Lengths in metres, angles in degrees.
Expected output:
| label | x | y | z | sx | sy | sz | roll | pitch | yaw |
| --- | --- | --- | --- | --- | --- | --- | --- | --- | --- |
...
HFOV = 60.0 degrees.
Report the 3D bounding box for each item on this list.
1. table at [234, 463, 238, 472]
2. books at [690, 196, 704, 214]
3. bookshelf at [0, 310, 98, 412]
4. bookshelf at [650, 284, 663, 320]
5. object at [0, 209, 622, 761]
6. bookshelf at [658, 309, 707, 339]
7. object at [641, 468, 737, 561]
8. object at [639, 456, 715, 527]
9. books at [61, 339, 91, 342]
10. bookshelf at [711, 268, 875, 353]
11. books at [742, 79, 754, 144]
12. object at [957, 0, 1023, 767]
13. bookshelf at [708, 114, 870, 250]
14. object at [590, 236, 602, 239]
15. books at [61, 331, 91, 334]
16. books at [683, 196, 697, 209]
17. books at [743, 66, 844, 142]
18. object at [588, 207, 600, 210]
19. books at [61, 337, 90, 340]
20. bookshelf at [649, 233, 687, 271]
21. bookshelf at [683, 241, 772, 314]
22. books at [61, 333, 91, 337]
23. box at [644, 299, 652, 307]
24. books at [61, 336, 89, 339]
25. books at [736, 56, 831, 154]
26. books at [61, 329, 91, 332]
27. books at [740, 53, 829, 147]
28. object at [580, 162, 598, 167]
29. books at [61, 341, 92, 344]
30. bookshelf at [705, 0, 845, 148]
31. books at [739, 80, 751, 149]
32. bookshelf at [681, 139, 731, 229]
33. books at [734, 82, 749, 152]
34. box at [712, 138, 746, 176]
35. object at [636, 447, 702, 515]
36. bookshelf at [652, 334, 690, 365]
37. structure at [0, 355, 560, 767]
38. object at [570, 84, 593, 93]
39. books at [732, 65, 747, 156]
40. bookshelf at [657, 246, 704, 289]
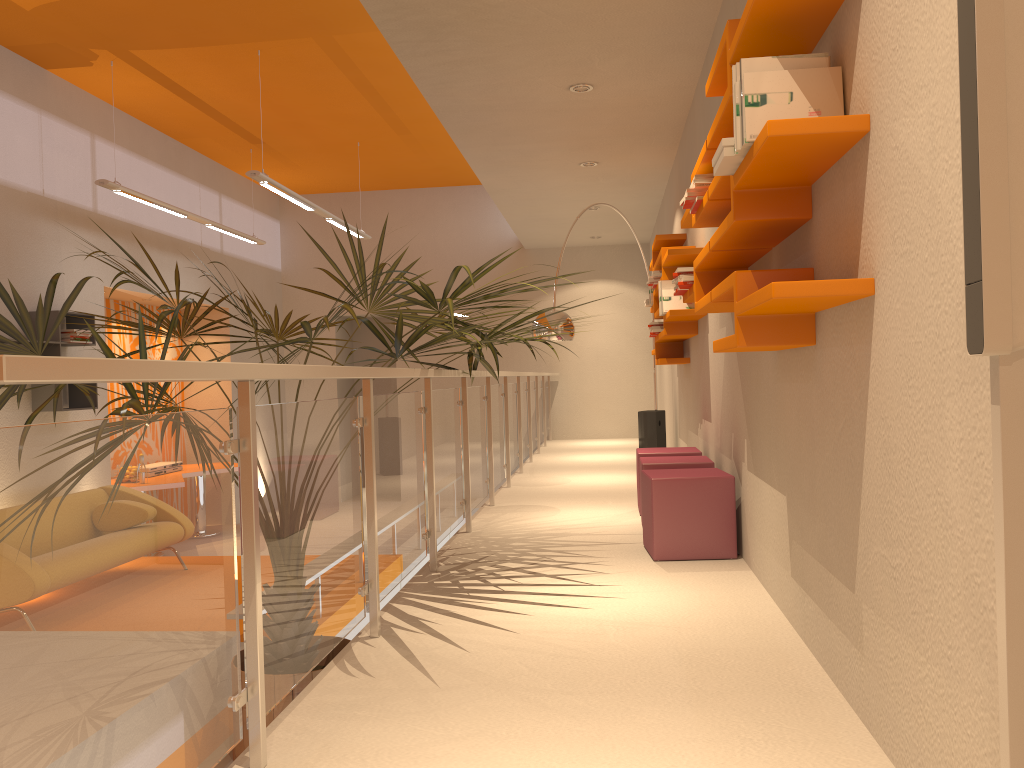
| label | x | y | z | sx | sy | sz | roll | pitch | yaw |
| --- | --- | --- | --- | --- | --- | --- | --- | --- | --- |
| table | -3.523 | 1.323 | 9.330 | 0.969 | 0.760 | 2.573 | -2 | 0 | 6 |
| books | 0.804 | -0.691 | 3.408 | 0.210 | 0.013 | 0.297 | -2 | 0 | 6 |
| bookshelf | -3.710 | -0.173 | 6.441 | 0.252 | 0.790 | 2.000 | -2 | 0 | 6 |
| bookshelf | 1.221 | -0.619 | 6.949 | 0.220 | 0.220 | 1.150 | -2 | 0 | 6 |
| object | -1.125 | 0.367 | 3.803 | 3.098 | 2.600 | 3.241 | -2 | 0 | 14 |
| bookshelf | 1.098 | -0.427 | 5.776 | 0.220 | 0.220 | 1.150 | -2 | 0 | 6 |
| object | 0.834 | 0.610 | 4.225 | 0.390 | 0.377 | 0.390 | -2 | 0 | 1 |
| object | 0.908 | 0.604 | 4.896 | 0.390 | 0.377 | 0.390 | -2 | 0 | 6 |
| books | -3.585 | -0.348 | 7.188 | 0.190 | 0.011 | 0.268 | -2 | 0 | 8 |
| bookshelf | 0.747 | -0.216 | 2.519 | 0.220 | 0.220 | 1.150 | -2 | 0 | 6 |
| books | 0.666 | -0.666 | 2.149 | 0.207 | 0.156 | 0.009 | -2 | 0 | 6 |
| object | 0.575 | 0.175 | 1.039 | 0.116 | 1.317 | 0.111 | -2 | 0 | 13 |
| bookshelf | 0.736 | -0.574 | 2.517 | 0.220 | 0.220 | 1.150 | -2 | 0 | 6 |
| object | 1.057 | -1.868 | 11.180 | 0.143 | 0.059 | 0.143 | -2 | 0 | -22 |
| books | -3.573 | -0.409 | 7.184 | 0.254 | 0.015 | 0.190 | -2 | 0 | 13 |
| books | 0.798 | -0.703 | 3.415 | 0.268 | 0.011 | 0.190 | -2 | 0 | 8 |
| books | 0.677 | -0.673 | 2.133 | 0.230 | 0.169 | 0.023 | -2 | 0 | 6 |
| object | 0.844 | -1.848 | 9.240 | 0.143 | 0.059 | 0.143 | -2 | 0 | -22 |
| books | -3.585 | -0.362 | 7.198 | 0.190 | 0.015 | 0.254 | -2 | 0 | 2 |
| bookshelf | 1.210 | -0.975 | 6.947 | 0.220 | 0.220 | 1.150 | -2 | 0 | 6 |
| bookshelf | 0.870 | -0.406 | 3.692 | 0.220 | 0.220 | 1.150 | -2 | 0 | 6 |
| books | -3.578 | -0.393 | 7.186 | 0.230 | 0.017 | 0.226 | -2 | 0 | 1 |
| box | 1.200 | -0.663 | 7.228 | 0.232 | 0.047 | 0.232 | -2 | 0 | 6 |
| books | -3.590 | -0.377 | 7.191 | 0.190 | 0.015 | 0.254 | -2 | 0 | 8 |
| books | 0.686 | -0.703 | 2.237 | 0.230 | 0.227 | 0.017 | -2 | 0 | 6 |
| books | -3.580 | -0.425 | 7.171 | 0.226 | 0.017 | 0.230 | -2 | 0 | 6 |
| books | 0.666 | -0.693 | 2.165 | 0.207 | 0.210 | 0.021 | -2 | 0 | 6 |
| object | 0.632 | -1.828 | 7.302 | 0.143 | 0.059 | 0.143 | -2 | 0 | -22 |
| books | -3.585 | -0.336 | 7.184 | 0.210 | 0.013 | 0.297 | -2 | 0 | 6 |
| bookshelf | 0.725 | -0.929 | 2.514 | 0.220 | 0.220 | 1.150 | -2 | 0 | 6 |
| books | 0.681 | -0.673 | 2.188 | 0.230 | 0.169 | 0.027 | -2 | 0 | 6 |
| bookshelf | 0.859 | -0.763 | 3.690 | 0.220 | 0.220 | 1.150 | -2 | 0 | 6 |
| books | 0.676 | -0.673 | 2.216 | 0.230 | 0.169 | 0.027 | -2 | 0 | 6 |
| box | 0.670 | -0.614 | 2.384 | 0.232 | 0.047 | 0.232 | -2 | 0 | 6 |
| object | 0.976 | 0.597 | 5.518 | 0.390 | 0.377 | 0.390 | -2 | 0 | 6 |
| bookshelf | 1.232 | -0.261 | 6.952 | 0.220 | 0.220 | 1.150 | -2 | 0 | 6 |
| structure | -0.033 | 0.365 | 6.468 | 0.195 | 0.900 | 11.050 | -2 | 0 | 6 |
| object | 0.420 | -1.809 | 5.364 | 0.143 | 0.059 | 0.143 | -2 | 0 | -22 |
| books | 0.681 | -0.703 | 2.256 | 0.230 | 0.227 | 0.017 | -2 | 0 | 6 |
| bookshelf | 1.087 | -0.785 | 5.774 | 0.220 | 0.220 | 1.150 | -2 | 0 | 6 |
